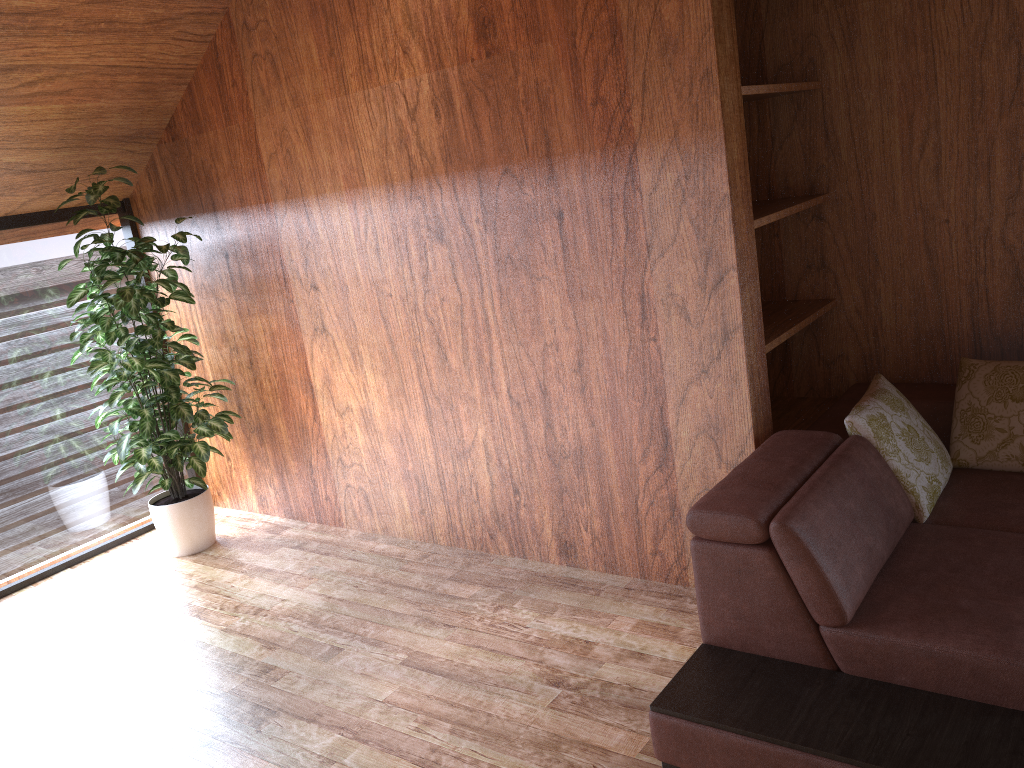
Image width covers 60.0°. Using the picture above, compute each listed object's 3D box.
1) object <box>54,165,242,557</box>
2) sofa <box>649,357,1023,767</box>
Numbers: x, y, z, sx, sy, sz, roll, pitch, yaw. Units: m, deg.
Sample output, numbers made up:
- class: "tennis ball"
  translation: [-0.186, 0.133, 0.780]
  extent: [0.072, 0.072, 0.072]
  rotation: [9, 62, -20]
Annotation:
- class: "object"
  translation: [-1.552, -0.078, 3.805]
  extent: [0.673, 1.693, 0.642]
  rotation: [5, 20, 44]
- class: "sofa"
  translation: [1.758, 0.339, 1.890]
  extent: [2.484, 0.761, 1.710]
  rotation: [1, 17, 37]
